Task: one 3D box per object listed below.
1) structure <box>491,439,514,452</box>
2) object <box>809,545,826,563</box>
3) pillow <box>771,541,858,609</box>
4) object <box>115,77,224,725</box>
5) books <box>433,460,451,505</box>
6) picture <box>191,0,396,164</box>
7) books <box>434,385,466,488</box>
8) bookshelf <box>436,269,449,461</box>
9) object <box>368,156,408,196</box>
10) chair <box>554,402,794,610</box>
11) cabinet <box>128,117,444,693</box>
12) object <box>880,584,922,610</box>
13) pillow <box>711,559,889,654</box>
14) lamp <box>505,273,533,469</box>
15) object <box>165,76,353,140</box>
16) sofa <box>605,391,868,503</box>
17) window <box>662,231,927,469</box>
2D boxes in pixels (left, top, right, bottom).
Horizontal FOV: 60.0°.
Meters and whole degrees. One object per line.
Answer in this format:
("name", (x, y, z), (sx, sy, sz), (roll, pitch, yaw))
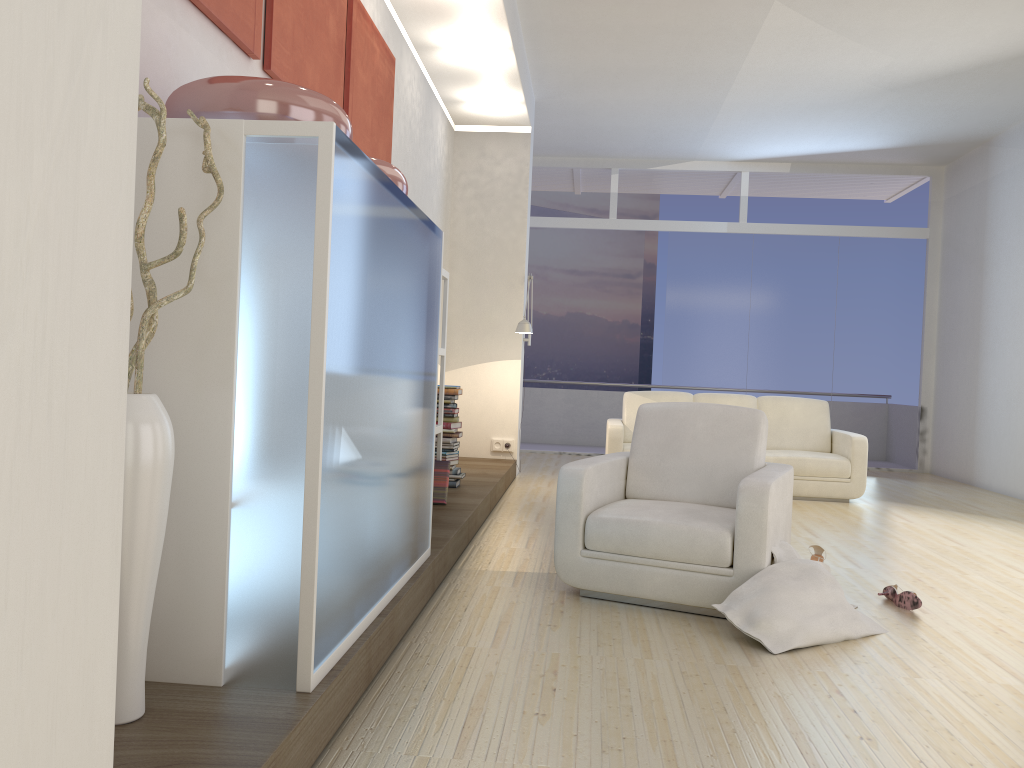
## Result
("structure", (-0.087, 0.568, 8.199), (0.206, 0.114, 0.028), (3, 1, 5))
("object", (1.537, 0.904, 4.466), (0.089, 0.149, 0.265), (3, 1, 18))
("pillow", (1.241, 0.828, 3.738), (0.312, 0.315, 0.615), (3, 1, 32))
("object", (-0.826, 0.033, 2.007), (0.250, 1.422, 0.277), (3, 1, 8))
("books", (-0.611, 0.578, 4.849), (0.274, 0.281, 1.125), (3, 1, 12))
("picture", (-0.897, -1.630, 3.961), (0.030, 0.794, 3.227), (3, 1, 5))
("books", (-0.485, 0.357, 6.169), (0.329, 0.694, 0.270), (3, 1, 5))
("bookshelf", (-0.710, 0.016, 4.640), (0.465, 1.396, 1.599), (3, 1, 5))
("object", (-0.667, -0.766, 3.405), (0.546, 0.206, 0.534), (3, 1, 41))
("chair", (0.798, 0.503, 4.134), (0.919, 0.828, 0.941), (3, 1, 25))
("cabinet", (-0.735, 0.037, 3.020), (0.689, 1.396, 1.670), (3, 1, 5))
("object", (1.730, 0.955, 3.996), (0.121, 0.091, 0.287), (3, 1, 4))
("pillow", (1.138, 0.861, 3.466), (0.712, 0.287, 0.299), (2, 1, -33))
("lamp", (0.066, -0.096, 7.958), (0.204, 1.841, 0.891), (3, 1, 0))
("object", (-0.738, -0.758, 2.604), (0.534, 0.206, 0.546), (2, 1, -8))
("sofa", (1.931, 0.521, 7.930), (2.166, 0.862, 0.941), (3, 1, 5))
("window", (3.314, -0.416, 10.536), (2.988, 2.706, 0.012), (3, 1, 5))
